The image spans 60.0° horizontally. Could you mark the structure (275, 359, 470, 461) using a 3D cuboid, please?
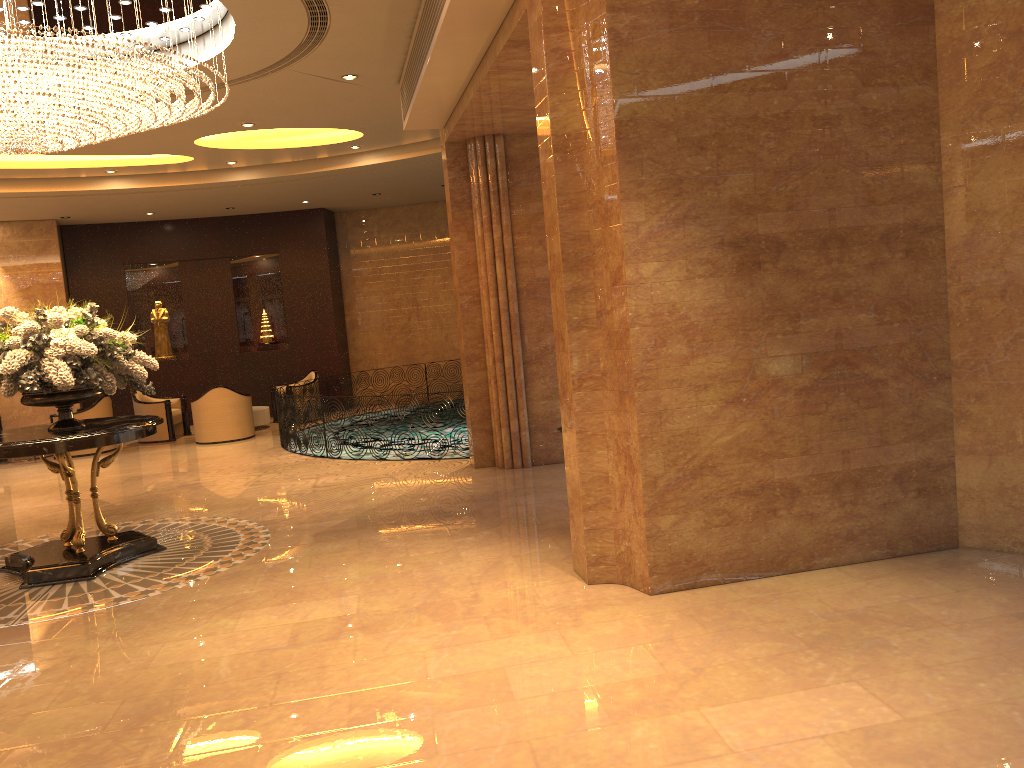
[{"bbox_3d":[-1.736,0.344,14.446,3.815,0.995,7.624,-4,5,7],"label":"structure"}]

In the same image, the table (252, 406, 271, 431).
[{"bbox_3d":[-4.898,0.650,15.707,1.196,0.354,1.196,-4,5,17],"label":"table"}]

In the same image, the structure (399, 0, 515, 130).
[{"bbox_3d":[-0.558,-2.808,7.397,0.425,0.483,4.113,-6,5,-11],"label":"structure"}]

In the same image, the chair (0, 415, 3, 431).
[{"bbox_3d":[-9.156,0.811,14.895,0.769,0.916,0.951,-1,6,39],"label":"chair"}]

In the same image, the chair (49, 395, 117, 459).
[{"bbox_3d":[-6.840,0.660,14.281,0.769,0.916,0.951,-5,5,4],"label":"chair"}]

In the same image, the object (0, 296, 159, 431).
[{"bbox_3d":[-3.560,-0.145,6.919,1.277,0.999,1.318,-3,5,20],"label":"object"}]

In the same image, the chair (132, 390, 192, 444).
[{"bbox_3d":[-6.089,0.508,15.292,0.769,0.916,0.951,-5,5,-1],"label":"chair"}]

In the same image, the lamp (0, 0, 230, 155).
[{"bbox_3d":[-3.835,-2.369,6.743,3.206,1.196,3.204,-3,5,26],"label":"lamp"}]

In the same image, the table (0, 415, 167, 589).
[{"bbox_3d":[-3.494,0.890,7.033,1.493,1.089,1.493,-7,5,-17],"label":"table"}]

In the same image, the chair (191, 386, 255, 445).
[{"bbox_3d":[-4.692,0.463,14.369,0.951,0.916,0.769,-6,5,-16],"label":"chair"}]

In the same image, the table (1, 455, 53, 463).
[{"bbox_3d":[-7.981,1.026,14.468,1.196,0.354,1.196,-4,5,16],"label":"table"}]

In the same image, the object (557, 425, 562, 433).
[{"bbox_3d":[1.020,-0.136,6.921,1.250,2.363,0.843,-8,6,-30],"label":"object"}]

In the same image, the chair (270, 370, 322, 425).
[{"bbox_3d":[-3.930,0.232,16.305,0.769,0.916,0.951,-9,6,-36],"label":"chair"}]
